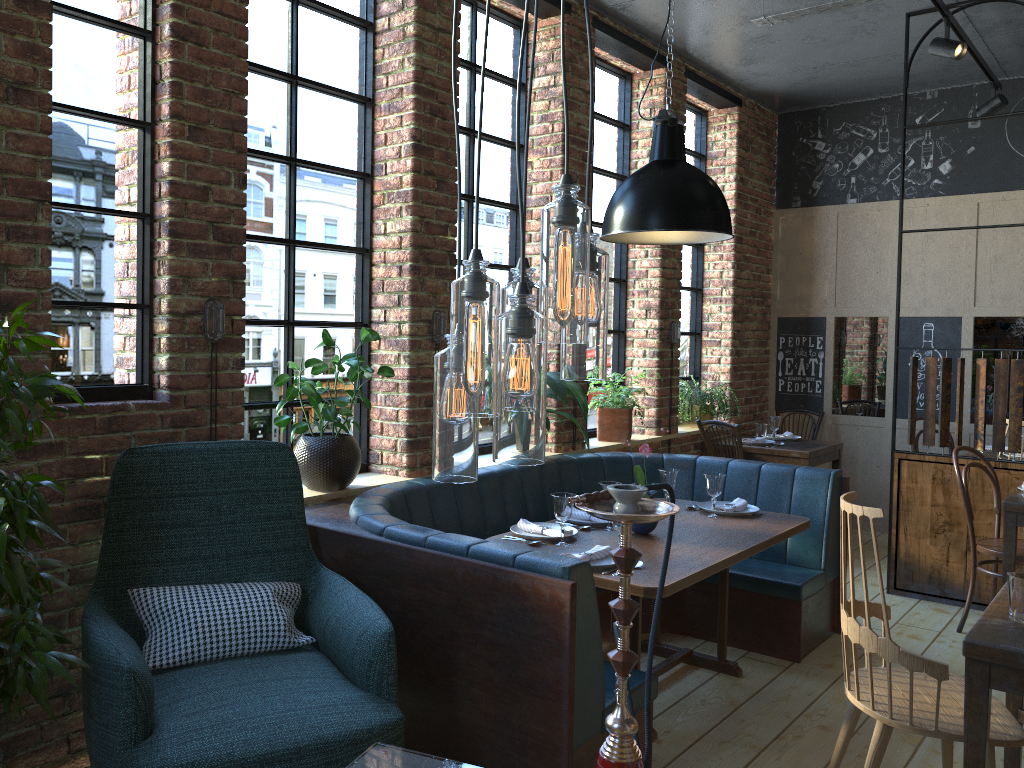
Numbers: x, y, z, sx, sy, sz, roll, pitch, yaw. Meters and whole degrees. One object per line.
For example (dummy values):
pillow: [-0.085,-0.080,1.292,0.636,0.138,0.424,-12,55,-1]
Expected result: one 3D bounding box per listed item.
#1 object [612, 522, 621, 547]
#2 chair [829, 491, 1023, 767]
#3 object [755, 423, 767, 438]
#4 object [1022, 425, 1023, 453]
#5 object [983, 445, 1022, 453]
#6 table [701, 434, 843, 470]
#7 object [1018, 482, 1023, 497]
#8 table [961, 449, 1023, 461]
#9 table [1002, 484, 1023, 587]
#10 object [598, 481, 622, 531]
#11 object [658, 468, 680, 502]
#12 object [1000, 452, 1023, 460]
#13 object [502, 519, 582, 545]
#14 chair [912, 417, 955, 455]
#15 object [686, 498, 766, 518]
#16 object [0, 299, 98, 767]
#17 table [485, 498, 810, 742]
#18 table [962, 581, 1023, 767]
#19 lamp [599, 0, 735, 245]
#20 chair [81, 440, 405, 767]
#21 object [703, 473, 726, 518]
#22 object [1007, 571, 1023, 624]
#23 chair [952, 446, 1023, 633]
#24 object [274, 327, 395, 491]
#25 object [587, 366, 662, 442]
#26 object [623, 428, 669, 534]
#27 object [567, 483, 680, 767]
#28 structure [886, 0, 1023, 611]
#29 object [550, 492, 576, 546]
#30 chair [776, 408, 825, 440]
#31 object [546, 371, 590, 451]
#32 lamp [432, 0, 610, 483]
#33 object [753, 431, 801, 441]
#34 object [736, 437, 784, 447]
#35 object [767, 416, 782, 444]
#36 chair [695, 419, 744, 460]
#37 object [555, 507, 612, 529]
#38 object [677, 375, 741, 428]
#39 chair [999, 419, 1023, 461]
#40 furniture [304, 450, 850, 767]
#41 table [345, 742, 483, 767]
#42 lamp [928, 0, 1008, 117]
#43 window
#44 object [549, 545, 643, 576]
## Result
object: [0.396,0.531,3.201,0.095,0.191,0.102,0,2,-23]
chair: [1.156,0.839,2.524,0.459,1.005,0.527,1,2,9]
object: [1.820,0.349,6.442,0.081,0.119,0.088,0,3,-35]
object: [3.408,0.369,5.850,0.100,0.191,0.097,1,2,9]
object: [3.305,0.431,5.981,0.282,0.051,0.310,3,4,36]
table: [1.859,0.779,6.325,0.786,0.726,0.716,3,3,38]
object: [2.602,0.513,4.259,0.282,0.051,0.310,4,4,41]
table: [3.427,0.833,5.772,0.786,0.726,0.716,3,3,38]
table: [2.794,0.911,4.146,0.786,0.726,0.716,3,3,38]
object: [0.405,0.507,3.655,0.095,0.191,0.102,0,2,-23]
object: [0.719,0.490,4.057,0.095,0.191,0.102,0,2,-23]
object: [3.294,0.452,5.589,0.340,0.051,0.257,4,4,41]
object: [0.117,0.581,3.511,0.282,0.051,0.310,4,4,41]
chair: [3.064,0.711,6.119,0.425,0.920,0.566,0,2,-21]
object: [0.985,0.564,4.077,0.340,0.051,0.257,4,4,41]
object: [-1.376,0.563,2.027,0.746,1.527,0.835,2,2,16]
table: [0.567,0.937,3.649,0.862,0.660,1.469,3,3,38]
table: [1.629,0.997,2.228,0.786,0.726,0.716,3,3,38]
lamp: [0.636,-1.251,3.553,0.506,1.325,0.553,0,2,-35]
chair: [-0.782,0.759,2.505,0.777,1.096,1.072,0,3,-29]
object: [0.904,0.499,3.943,0.095,0.191,0.102,0,2,-23]
object: [1.352,0.564,2.320,0.088,0.119,0.081,2,2,28]
chair: [2.502,0.796,4.385,0.419,0.920,0.574,0,2,-35]
object: [-0.739,0.096,3.647,0.493,0.662,0.401,0,2,-28]
object: [0.639,0.111,5.474,0.443,0.482,0.437,0,3,-30]
object: [0.522,0.394,3.581,0.209,0.431,0.142,0,2,-33]
object: [0.202,0.519,1.491,0.176,0.703,0.250,2,2,29]
structure: [4.130,-0.206,1.193,6.242,3.323,5.654,2,3,22]
object: [0.195,0.519,3.373,0.095,0.191,0.102,0,2,-23]
chair: [2.152,0.660,6.803,0.423,0.914,0.499,2,2,32]
object: [0.065,0.008,4.548,0.637,0.751,0.699,3,3,37]
lamp: [0.108,-0.883,1.326,0.278,2.118,0.522,0,2,-28]
object: [1.972,0.382,6.504,0.340,0.051,0.257,4,4,41]
object: [1.717,0.396,6.169,0.340,0.051,0.257,4,4,41]
object: [1.848,0.325,6.212,0.100,0.191,0.097,1,2,9]
chair: [1.555,0.694,5.995,0.500,0.914,0.422,0,2,-32]
object: [0.332,0.569,3.792,0.282,0.051,0.310,4,4,41]
object: [1.369,0.129,6.347,0.522,0.369,0.578,3,3,38]
chair: [3.176,0.713,5.437,0.556,1.005,0.434,2,2,25]
furniture: [0.351,0.842,3.831,1.430,0.821,2.492,3,4,38]
table: [-0.011,1.120,1.519,0.969,0.508,0.724,2,3,23]
lamp: [3.662,-1.602,1.195,6.562,0.273,6.896,3,4,38]
window: [-0.330,-0.711,2.827,3.460,2.427,8.485,1,3,2]
object: [0.279,0.606,3.104,0.340,0.051,0.257,4,4,41]
